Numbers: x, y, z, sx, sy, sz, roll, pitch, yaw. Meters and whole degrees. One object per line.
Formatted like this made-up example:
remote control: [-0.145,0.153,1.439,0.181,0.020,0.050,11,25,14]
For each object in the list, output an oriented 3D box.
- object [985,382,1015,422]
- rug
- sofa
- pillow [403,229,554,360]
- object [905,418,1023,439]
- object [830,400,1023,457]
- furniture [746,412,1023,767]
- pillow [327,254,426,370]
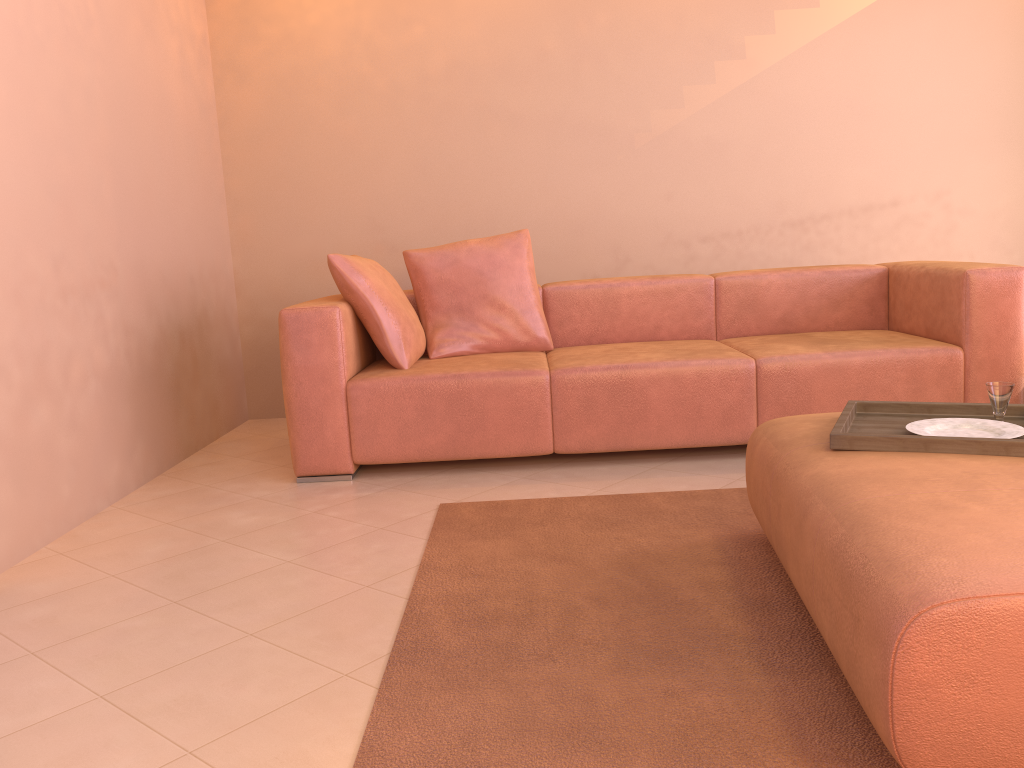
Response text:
object: [1.151,0.045,2.093,0.061,0.091,0.061,-6,9,-14]
rug: [0.659,0.546,1.622,1.833,0.005,2.626,-3,9,1]
sofa: [0.525,-0.101,3.709,2.781,0.672,0.943,-3,9,1]
pillow: [-0.150,-0.390,3.819,0.582,0.528,0.302,-6,9,-15]
object: [1.007,0.108,1.973,0.240,0.018,0.240,-9,10,-34]
object: [0.984,0.096,2.035,0.436,0.034,0.421,1,10,26]
furniture: [0.919,0.301,1.815,0.685,0.301,1.291,-2,9,6]
pillow: [-0.534,-0.300,3.647,0.335,0.486,0.554,-4,9,-2]
